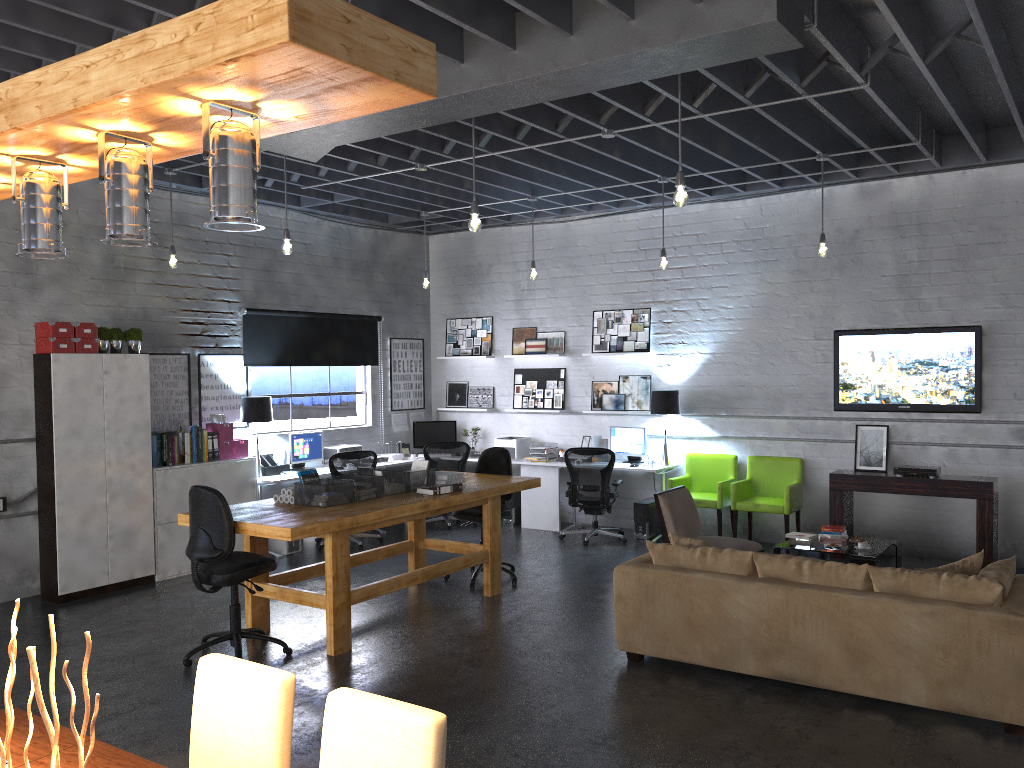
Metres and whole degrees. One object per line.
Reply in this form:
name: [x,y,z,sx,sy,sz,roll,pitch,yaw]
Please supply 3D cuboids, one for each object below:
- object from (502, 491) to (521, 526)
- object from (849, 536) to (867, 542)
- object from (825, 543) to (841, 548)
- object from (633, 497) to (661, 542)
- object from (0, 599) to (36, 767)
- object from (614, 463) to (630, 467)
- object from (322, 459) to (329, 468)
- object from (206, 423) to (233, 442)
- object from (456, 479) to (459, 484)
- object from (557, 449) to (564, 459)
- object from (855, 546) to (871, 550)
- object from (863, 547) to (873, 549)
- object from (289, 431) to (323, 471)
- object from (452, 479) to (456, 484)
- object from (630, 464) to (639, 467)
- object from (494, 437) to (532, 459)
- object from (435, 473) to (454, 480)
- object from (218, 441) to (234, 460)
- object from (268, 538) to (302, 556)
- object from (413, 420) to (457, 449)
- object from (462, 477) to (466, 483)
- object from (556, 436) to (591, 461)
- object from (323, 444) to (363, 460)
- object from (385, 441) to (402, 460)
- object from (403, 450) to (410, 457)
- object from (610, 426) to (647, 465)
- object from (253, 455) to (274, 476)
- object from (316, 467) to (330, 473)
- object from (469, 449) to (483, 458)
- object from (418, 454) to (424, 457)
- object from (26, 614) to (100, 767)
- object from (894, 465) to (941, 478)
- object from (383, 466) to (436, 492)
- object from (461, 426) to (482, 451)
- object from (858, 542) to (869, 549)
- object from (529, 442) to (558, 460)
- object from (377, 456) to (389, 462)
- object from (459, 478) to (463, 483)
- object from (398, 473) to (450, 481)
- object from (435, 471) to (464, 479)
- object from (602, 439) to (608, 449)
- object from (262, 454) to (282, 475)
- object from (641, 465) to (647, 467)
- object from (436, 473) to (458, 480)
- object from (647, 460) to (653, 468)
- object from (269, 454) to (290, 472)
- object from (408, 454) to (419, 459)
object: [0.079,1.482,10.803,0.180,0.411,0.476,0,2,34]
object: [3.084,1.379,7.899,0.151,0.040,0.151,-2,1,-38]
object: [2.779,1.391,7.680,0.137,0.031,0.137,-1,1,-30]
object: [1.512,1.482,9.733,0.180,0.411,0.476,0,2,34]
object: [-1.221,0.785,2.088,0.156,0.583,0.184,1,2,34]
object: [1.093,0.891,9.860,0.422,0.028,0.181,0,1,29]
object: [-2.083,0.899,9.986,0.090,0.091,0.082,-2,2,-31]
object: [-2.893,0.475,8.773,0.214,0.177,0.161,0,2,34]
object: [-0.659,0.797,7.392,0.519,0.047,0.047,0,2,34]
object: [0.587,0.836,10.614,0.093,0.116,0.067,0,2,34]
object: [2.985,1.399,7.546,0.131,0.016,0.131,0,1,41]
object: [3.019,1.392,7.510,0.108,0.009,0.022,-1,1,-17]
object: [-2.303,0.742,9.773,0.212,0.417,0.465,0,2,34]
object: [-0.685,0.798,7.353,0.519,0.047,0.047,0,2,34]
object: [1.336,0.887,9.690,0.114,0.036,0.058,-2,2,-41]
object: [0.014,0.782,10.957,0.351,0.235,0.350,0,2,34]
object: [-0.699,0.758,7.333,0.519,0.047,0.046,0,2,34]
object: [-2.891,0.652,8.779,0.214,0.177,0.161,0,2,34]
object: [-2.435,1.542,9.235,0.478,0.411,0.200,0,2,34]
object: [-1.000,0.691,11.469,0.560,0.427,0.147,-1,2,-19]
object: [-0.607,0.795,7.468,0.519,0.047,0.047,0,2,34]
object: [0.772,0.759,10.428,0.405,0.280,0.399,0,2,34]
object: [-1.868,0.822,10.220,0.485,0.230,0.420,0,1,34]
object: [-1.516,0.819,10.905,0.324,0.208,0.233,0,2,34]
object: [-1.367,0.843,11.210,0.088,0.141,0.155,-2,2,-41]
object: [1.345,0.690,10.027,0.465,0.417,0.212,0,2,39]
object: [-2.620,0.859,9.340,0.209,0.208,0.104,0,2,35]
object: [-2.098,0.937,9.597,0.181,0.028,0.422,0,1,24]
object: [-0.499,0.865,11.031,0.279,0.081,0.411,-1,1,4]
object: [-0.968,0.896,11.142,0.422,0.028,0.181,-1,1,-6]
object: [-0.928,0.784,1.889,0.180,0.583,0.156,1,2,34]
object: [3.815,0.821,8.342,0.370,0.082,0.266,0,1,34]
object: [-0.825,0.759,7.110,0.316,0.156,0.306,0,1,34]
object: [-0.525,0.719,11.361,0.297,0.363,0.271,-1,2,-11]
object: [2.987,1.375,7.545,0.081,0.052,0.077,-1,1,-8]
object: [0.383,0.809,10.701,0.229,0.181,0.316,0,2,34]
object: [-1.711,0.896,10.630,0.392,0.064,0.259,0,1,34]
object: [-0.633,0.796,7.430,0.519,0.047,0.047,0,2,34]
object: [-0.730,0.760,7.287,0.519,0.047,0.046,0,2,32]
object: [-0.620,0.755,7.448,0.519,0.047,0.046,0,2,34]
object: [1.019,0.770,10.253,0.087,0.259,0.236,1,2,34]
object: [-2.560,0.856,9.426,0.209,0.208,0.104,0,2,35]
object: [1.450,0.899,9.712,0.046,0.009,0.121,0,1,19]
object: [-0.672,0.757,7.371,0.519,0.047,0.046,0,2,34]
object: [1.486,0.864,9.559,0.069,0.083,0.090,0,2,33]
object: [-2.497,0.854,9.523,0.209,0.208,0.104,0,2,34]
object: [-1.214,0.892,10.907,0.130,0.049,0.130,-2,1,-39]
